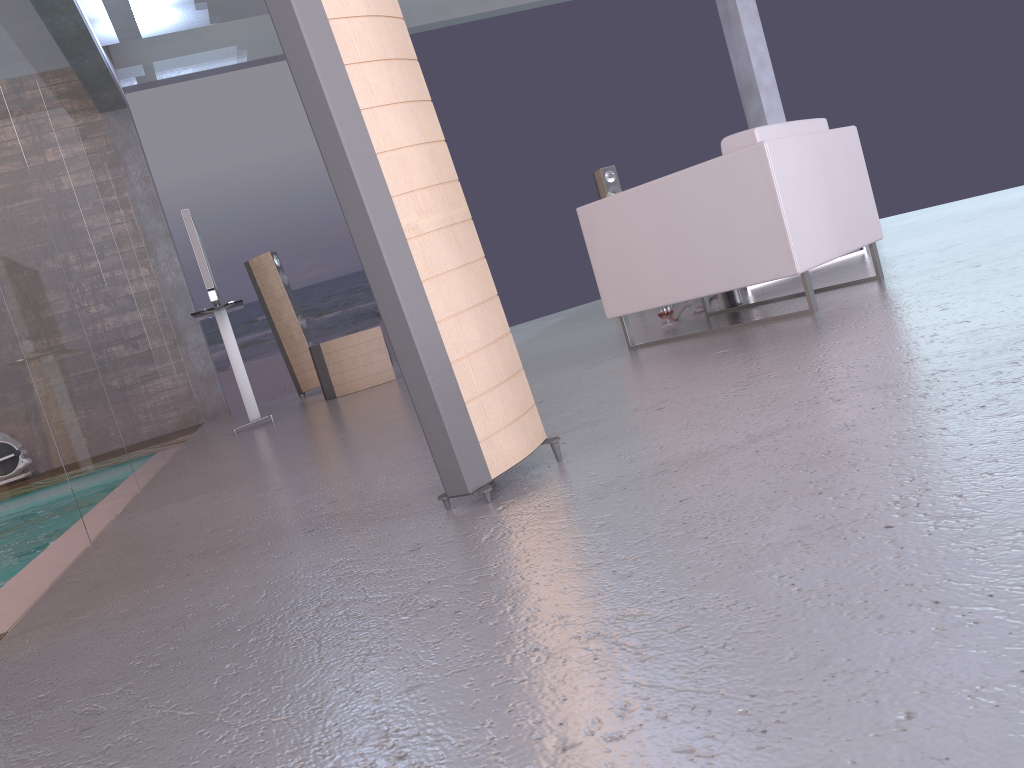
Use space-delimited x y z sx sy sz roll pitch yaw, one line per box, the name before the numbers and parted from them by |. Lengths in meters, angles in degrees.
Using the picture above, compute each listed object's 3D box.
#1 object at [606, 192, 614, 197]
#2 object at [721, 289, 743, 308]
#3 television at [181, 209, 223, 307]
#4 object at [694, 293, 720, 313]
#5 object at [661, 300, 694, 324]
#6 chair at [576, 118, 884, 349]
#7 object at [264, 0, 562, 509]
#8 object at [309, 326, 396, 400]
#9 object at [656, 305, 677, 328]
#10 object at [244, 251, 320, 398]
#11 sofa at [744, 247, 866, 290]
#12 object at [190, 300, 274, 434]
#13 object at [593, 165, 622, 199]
object | 1.235 -1.357 8.430 0.387 1.051 0.400 -14 6 23
object | 1.185 -0.648 4.962 0.109 0.435 0.109 -15 6 12
television | -2.260 -0.884 6.505 0.054 0.644 1.000 -18 6 -15
object | 1.135 -0.473 5.173 0.079 0.087 0.235 -21 7 -37
object | 0.953 -0.415 5.131 0.235 0.087 0.079 -11 8 42
chair | 1.034 -0.715 4.205 1.026 0.808 0.936 -11 8 45
object | -0.273 -0.445 1.994 0.244 1.473 0.444 -13 7 30
object | -1.336 -0.178 7.435 0.604 0.459 0.514 -18 6 -15
object | 0.839 -0.432 4.906 0.091 0.233 0.091 -15 6 13
object | -2.260 -0.591 8.905 0.444 1.469 0.244 -15 6 10
sofa | 1.566 -1.181 7.002 1.026 0.824 2.353 -18 6 -15
object | -2.042 -0.141 6.586 0.360 0.958 0.818 -18 6 -15
object | 1.137 -1.587 9.320 0.243 1.363 0.333 -17 6 -9
